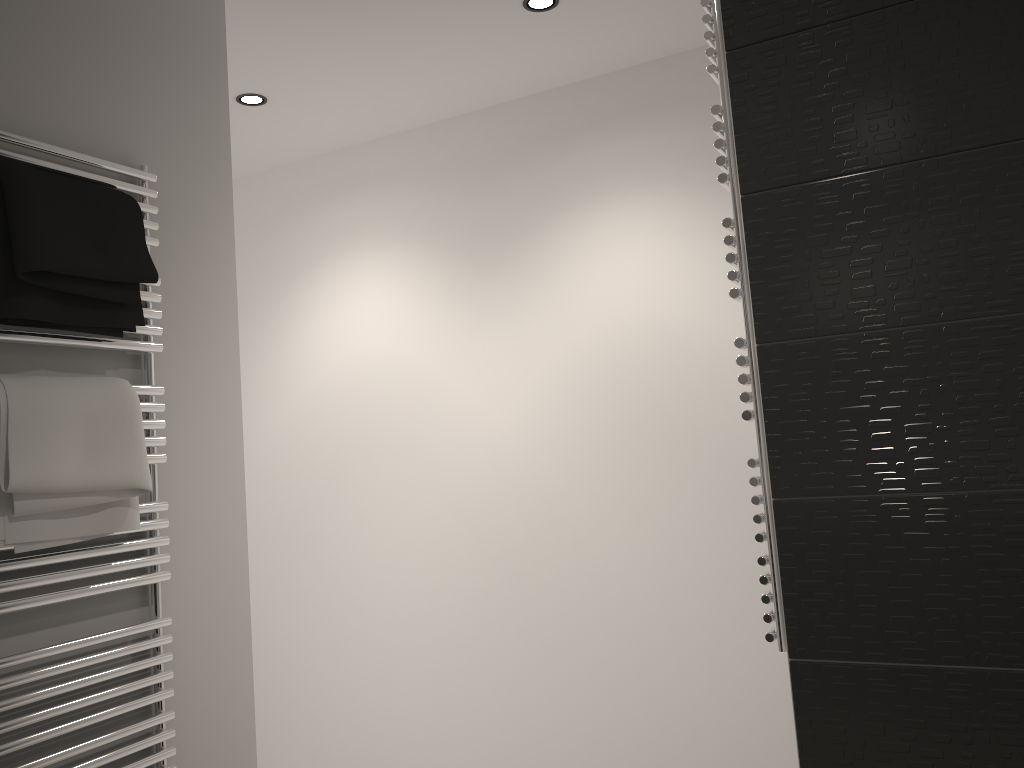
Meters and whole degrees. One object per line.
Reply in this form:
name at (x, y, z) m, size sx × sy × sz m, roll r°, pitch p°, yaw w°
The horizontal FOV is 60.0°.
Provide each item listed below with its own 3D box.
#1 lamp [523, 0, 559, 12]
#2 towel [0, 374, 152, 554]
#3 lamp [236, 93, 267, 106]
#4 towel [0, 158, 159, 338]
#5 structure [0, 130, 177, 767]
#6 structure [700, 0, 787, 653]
lamp at (0.084, -1.106, 2.571) m, size 0.105 × 0.004 × 0.105 m, roll -8°, pitch -6°, yaw 43°
towel at (-0.798, 0.134, 1.596) m, size 0.098 × 0.310 × 0.302 m, roll -8°, pitch -6°, yaw 29°
lamp at (-0.910, -0.993, 3.097) m, size 0.105 × 0.004 × 0.105 m, roll -3°, pitch -4°, yaw -11°
towel at (-0.812, -0.246, 1.639) m, size 0.141 × 0.310 × 0.300 m, roll -7°, pitch -6°, yaw 25°
structure at (-0.830, 0.173, 1.608) m, size 0.039 × 1.296 × 0.472 m, roll -7°, pitch -7°, yaw 28°
structure at (0.548, -0.141, 1.903) m, size 0.039 × 1.296 × 0.472 m, roll -7°, pitch -7°, yaw 28°
